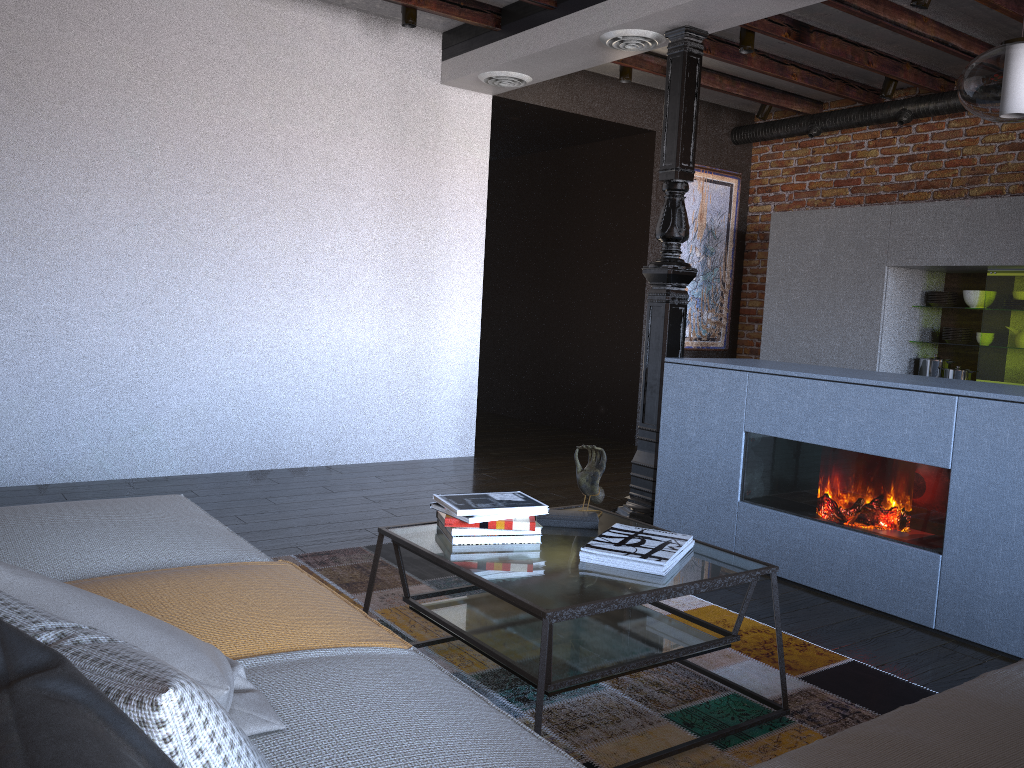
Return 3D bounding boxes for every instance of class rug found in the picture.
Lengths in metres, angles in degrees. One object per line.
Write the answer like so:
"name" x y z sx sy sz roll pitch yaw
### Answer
"rug" 0.137 0.798 2.813 1.432 0.013 2.363 -1 6 -36

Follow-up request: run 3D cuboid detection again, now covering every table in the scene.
"table" 0.146 0.626 2.385 0.842 0.389 0.848 -1 6 -36

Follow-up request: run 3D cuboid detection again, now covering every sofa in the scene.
"sofa" -0.039 0.557 1.801 2.536 0.698 3.299 -1 6 -36

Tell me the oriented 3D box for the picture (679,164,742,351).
"picture" 1.513 -1.003 7.133 0.780 1.471 0.067 -1 7 -36

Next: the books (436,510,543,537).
"books" -0.066 0.382 2.452 0.251 0.023 0.209 2 5 -16

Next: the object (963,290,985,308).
"object" 2.982 -0.536 5.665 0.191 0.113 0.191 0 6 -27

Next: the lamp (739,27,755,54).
"lamp" 1.304 -1.954 4.948 0.121 0.184 0.082 -2 7 -43

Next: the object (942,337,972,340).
"object" 2.900 -0.287 5.773 0.180 0.027 0.180 5 5 22

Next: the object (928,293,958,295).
"object" 2.842 -0.584 5.848 0.180 0.027 0.180 5 5 22

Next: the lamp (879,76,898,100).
"lamp" 2.458 -1.956 5.774 0.116 0.201 0.087 5 6 23

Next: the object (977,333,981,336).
"object" 3.006 -0.295 5.637 0.100 0.059 0.100 1 6 -22

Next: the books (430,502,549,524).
"books" -0.062 0.343 2.446 0.268 0.014 0.196 -1 6 -37

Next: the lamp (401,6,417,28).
"lamp" -0.575 -2.045 4.827 0.120 0.184 0.082 4 5 6

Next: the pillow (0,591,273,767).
"pillow" -0.392 0.384 0.926 0.495 0.354 0.293 7 7 40

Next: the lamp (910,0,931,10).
"lamp" 1.908 -1.836 4.092 0.119 0.203 0.091 7 6 33

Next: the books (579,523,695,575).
"books" 0.335 0.431 2.335 0.225 0.038 0.308 5 6 24

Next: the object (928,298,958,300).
"object" 2.840 -0.552 5.851 0.180 0.027 0.180 5 5 22

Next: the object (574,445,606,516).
"object" 0.240 0.293 2.752 0.099 0.223 0.093 3 5 4

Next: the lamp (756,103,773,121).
"lamp" 1.877 -2.056 6.577 0.130 0.207 0.091 6 6 26

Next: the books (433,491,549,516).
"books" -0.061 0.327 2.444 0.268 0.014 0.196 1 6 -24

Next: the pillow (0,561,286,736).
"pillow" -0.552 0.374 1.266 0.485 0.314 0.358 4 5 7

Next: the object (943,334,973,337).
"object" 2.901 -0.308 5.771 0.180 0.027 0.180 5 5 22

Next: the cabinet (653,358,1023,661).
"cabinet" 1.781 0.448 3.086 0.607 0.844 2.958 -1 6 -36

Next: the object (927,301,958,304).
"object" 2.839 -0.530 5.853 0.180 0.027 0.180 5 5 22

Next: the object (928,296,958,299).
"object" 2.841 -0.562 5.850 0.180 0.027 0.180 5 5 22

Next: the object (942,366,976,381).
"object" 2.817 -0.056 5.604 0.159 0.117 0.172 4 5 6

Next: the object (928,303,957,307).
"object" 2.839 -0.519 5.854 0.180 0.027 0.180 5 5 22

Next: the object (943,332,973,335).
"object" 2.901 -0.319 5.770 0.180 0.027 0.180 5 5 22

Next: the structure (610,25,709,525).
"structure" -1.534 -0.338 1.105 0.481 2.395 8.512 7 6 35

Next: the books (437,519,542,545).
"books" -0.066 0.404 2.455 0.247 0.024 0.209 2 5 -16

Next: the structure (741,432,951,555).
"structure" 1.362 0.420 3.468 0.332 0.394 0.943 -1 6 -36

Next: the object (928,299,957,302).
"object" 2.840 -0.541 5.852 0.180 0.027 0.180 5 5 22

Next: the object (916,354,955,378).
"object" 2.777 -0.109 5.826 0.193 0.178 0.208 4 5 6

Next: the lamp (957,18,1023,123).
"lamp" 1.713 -1.217 2.969 0.364 0.665 0.364 7 7 37

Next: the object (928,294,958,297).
"object" 2.842 -0.573 5.849 0.180 0.027 0.180 5 5 22

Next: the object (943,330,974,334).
"object" 2.902 -0.330 5.769 0.180 0.027 0.180 5 5 22

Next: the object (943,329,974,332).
"object" 2.902 -0.340 5.768 0.180 0.027 0.180 5 5 22

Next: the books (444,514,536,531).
"books" -0.059 0.363 2.427 0.239 0.023 0.190 3 5 -1

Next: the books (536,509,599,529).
"books" 0.163 0.398 2.636 0.182 0.029 0.129 3 5 2

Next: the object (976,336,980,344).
"object" 3.005 -0.275 5.639 0.100 0.059 0.100 1 6 -22

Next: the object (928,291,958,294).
"object" 2.843 -0.594 5.847 0.180 0.027 0.180 5 5 22

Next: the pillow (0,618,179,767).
"pillow" -0.239 0.404 0.619 0.263 0.400 0.510 -2 7 -41

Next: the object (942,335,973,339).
"object" 2.900 -0.298 5.772 0.180 0.027 0.180 5 5 22

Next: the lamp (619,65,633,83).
"lamp" 0.726 -2.056 5.747 0.114 0.184 0.082 5 6 19

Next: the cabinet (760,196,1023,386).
"cabinet" 3.315 -0.122 4.980 0.713 1.809 4.172 -1 6 -36

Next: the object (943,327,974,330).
"object" 2.903 -0.350 5.767 0.180 0.027 0.180 5 5 22

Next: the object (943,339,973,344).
"object" 2.899 -0.276 5.774 0.180 0.027 0.180 5 5 22
